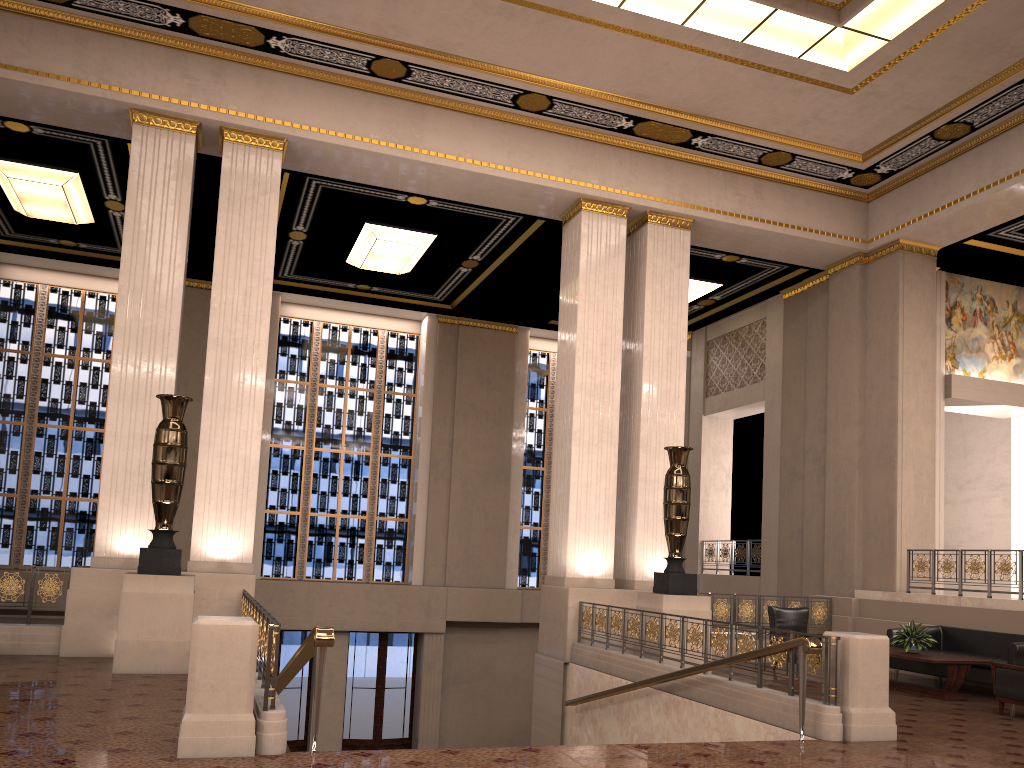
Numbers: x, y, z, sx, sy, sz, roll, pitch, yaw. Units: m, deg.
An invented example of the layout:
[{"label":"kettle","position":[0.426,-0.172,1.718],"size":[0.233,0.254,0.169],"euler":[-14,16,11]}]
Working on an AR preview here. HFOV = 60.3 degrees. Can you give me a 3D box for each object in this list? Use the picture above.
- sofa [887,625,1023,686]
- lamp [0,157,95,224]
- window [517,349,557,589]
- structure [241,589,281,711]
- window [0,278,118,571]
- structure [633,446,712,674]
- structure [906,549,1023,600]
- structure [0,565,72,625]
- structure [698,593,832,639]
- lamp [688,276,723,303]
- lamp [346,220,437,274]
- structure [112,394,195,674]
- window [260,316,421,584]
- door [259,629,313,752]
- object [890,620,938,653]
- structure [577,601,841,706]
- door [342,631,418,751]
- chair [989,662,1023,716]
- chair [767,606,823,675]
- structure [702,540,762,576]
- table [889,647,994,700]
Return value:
[{"label":"sofa","position":[5.463,3.279,10.430],"size":[0.878,0.698,1.945],"euler":[6,-11,-19]},{"label":"lamp","position":[-7.050,-2.838,13.287],"size":[1.171,0.211,2.041],"euler":[7,-12,-18]},{"label":"window","position":[1.453,1.999,20.031],"size":[2.997,5.303,0.070],"euler":[5,-6,-19]},{"label":"structure","position":[-2.289,2.204,7.823],"size":[0.079,0.530,4.997],"euler":[5,-11,-18]},{"label":"window","position":[-8.328,0.832,16.636],"size":[2.997,5.303,0.070],"euler":[5,-6,-19]},{"label":"structure","position":[2.027,2.176,10.965],"size":[0.702,2.759,0.706],"euler":[5,-6,-19]},{"label":"structure","position":[6.260,2.351,10.851],"size":[0.032,0.616,3.739],"euler":[5,-11,-19]},{"label":"structure","position":[-6.184,2.251,9.532],"size":[2.543,0.648,0.032],"euler":[7,-6,-19]},{"label":"structure","position":[3.654,3.425,12.947],"size":[2.543,0.648,0.032],"euler":[7,-6,-19]},{"label":"lamp","position":[2.945,-1.645,16.756],"size":[1.171,0.211,2.041],"euler":[7,-12,-18]},{"label":"lamp","position":[-2.095,-2.246,15.007],"size":[1.171,0.211,2.041],"euler":[7,-12,-18]},{"label":"structure","position":[-3.558,1.509,9.026],"size":[0.702,2.759,0.706],"euler":[5,-6,-19]},{"label":"window","position":[-3.520,1.406,18.305],"size":[2.997,5.303,0.070],"euler":[5,-6,-19]},{"label":"door","position":[-4.643,6.080,17.068],"size":[1.496,2.696,0.156],"euler":[5,-6,-19]},{"label":"object","position":[4.603,2.902,10.133],"size":[0.502,0.372,0.533],"euler":[1,-10,13]},{"label":"structure","position":[1.698,2.680,9.207],"size":[0.079,0.530,4.995],"euler":[5,-11,-19]},{"label":"door","position":[-2.676,6.315,17.751],"size":[1.496,2.696,0.156],"euler":[5,-6,-19]},{"label":"chair","position":[5.105,2.794,8.455],"size":[0.649,0.835,0.725],"euler":[5,-8,-19]},{"label":"chair","position":[3.821,3.378,11.641],"size":[0.650,0.835,0.724],"euler":[6,-9,-24]},{"label":"structure","position":[4.254,3.344,16.987],"size":[0.031,0.659,2.181],"euler":[5,-11,-19]},{"label":"table","position":[4.592,3.307,10.114],"size":[0.841,0.430,1.493],"euler":[6,-11,-18]}]
